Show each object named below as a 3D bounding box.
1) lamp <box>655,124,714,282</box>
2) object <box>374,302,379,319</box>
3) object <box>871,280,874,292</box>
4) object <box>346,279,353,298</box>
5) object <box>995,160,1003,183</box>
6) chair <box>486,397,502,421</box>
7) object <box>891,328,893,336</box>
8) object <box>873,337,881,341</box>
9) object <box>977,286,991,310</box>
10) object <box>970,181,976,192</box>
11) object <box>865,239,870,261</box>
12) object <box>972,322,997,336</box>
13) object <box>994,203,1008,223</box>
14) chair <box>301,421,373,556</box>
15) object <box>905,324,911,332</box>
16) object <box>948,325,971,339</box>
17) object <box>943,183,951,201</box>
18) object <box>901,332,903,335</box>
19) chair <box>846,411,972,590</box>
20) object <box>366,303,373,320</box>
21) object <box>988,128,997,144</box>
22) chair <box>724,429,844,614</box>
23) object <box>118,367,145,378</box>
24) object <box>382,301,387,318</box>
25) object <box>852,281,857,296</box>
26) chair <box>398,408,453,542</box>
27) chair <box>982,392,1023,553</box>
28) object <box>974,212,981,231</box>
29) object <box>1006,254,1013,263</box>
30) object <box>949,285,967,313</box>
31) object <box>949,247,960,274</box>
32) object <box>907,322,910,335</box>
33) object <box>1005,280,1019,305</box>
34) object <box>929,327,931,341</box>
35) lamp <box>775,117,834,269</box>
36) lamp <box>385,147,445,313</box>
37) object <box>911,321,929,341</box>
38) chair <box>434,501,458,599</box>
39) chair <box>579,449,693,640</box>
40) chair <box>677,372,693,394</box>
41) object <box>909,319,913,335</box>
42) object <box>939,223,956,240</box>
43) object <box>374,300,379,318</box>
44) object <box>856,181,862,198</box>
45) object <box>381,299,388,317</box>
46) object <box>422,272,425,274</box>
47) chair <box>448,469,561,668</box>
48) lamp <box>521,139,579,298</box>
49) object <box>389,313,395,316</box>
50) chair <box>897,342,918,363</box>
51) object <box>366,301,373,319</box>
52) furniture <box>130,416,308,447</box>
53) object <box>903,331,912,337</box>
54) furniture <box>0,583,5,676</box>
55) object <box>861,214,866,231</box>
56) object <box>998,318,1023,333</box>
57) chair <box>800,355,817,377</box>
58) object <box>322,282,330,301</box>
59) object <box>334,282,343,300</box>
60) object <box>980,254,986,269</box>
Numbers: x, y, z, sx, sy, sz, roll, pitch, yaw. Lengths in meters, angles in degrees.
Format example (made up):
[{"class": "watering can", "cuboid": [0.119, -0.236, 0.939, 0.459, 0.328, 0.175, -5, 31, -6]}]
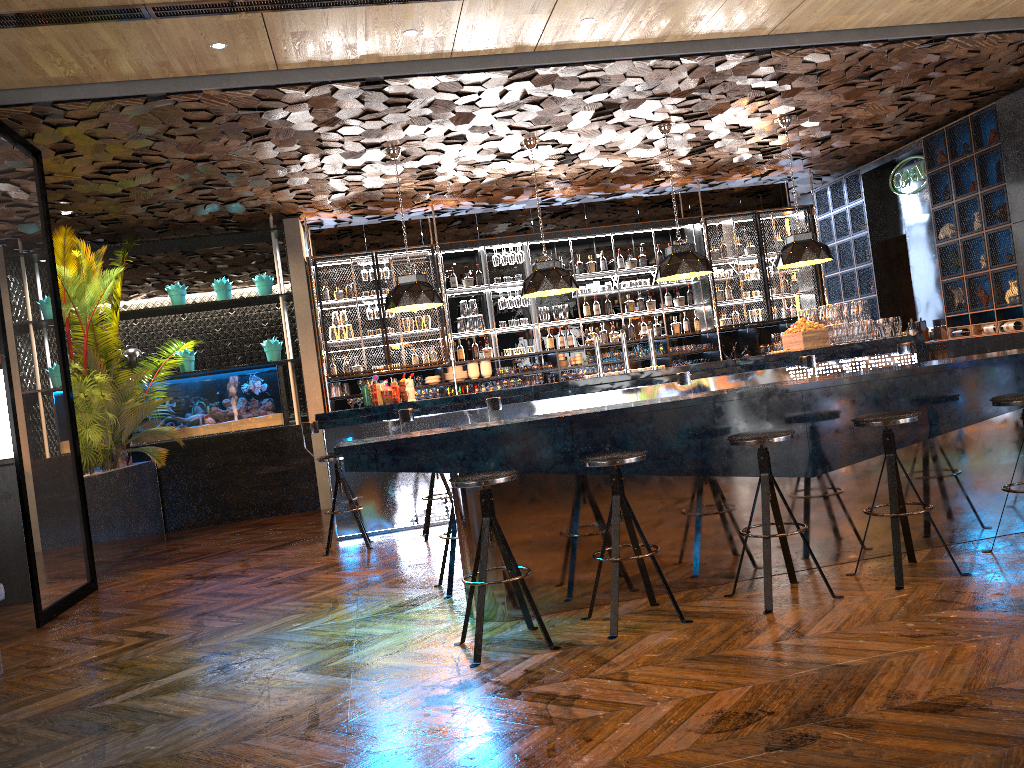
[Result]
[{"class": "lamp", "cuboid": [1.672, -1.882, 9.133, 0.582, 1.564, 0.607, -7, 0, -9]}, {"class": "object", "cuboid": [-1.725, -0.943, 11.329, 0.081, 0.213, 0.081, -7, 0, -3]}, {"class": "object", "cuboid": [5.112, -1.348, 12.266, 0.278, 0.222, 0.138, -8, 0, 21]}, {"class": "object", "cuboid": [-2.064, -1.196, 11.220, 0.075, 0.261, 0.075, -8, 0, 40]}, {"class": "object", "cuboid": [5.347, -2.302, 9.636, 0.114, 0.290, 0.249, -7, 0, -9]}, {"class": "chair", "cuboid": [0.078, 0.645, 7.576, 0.476, 1.108, 0.419, -7, 0, -9]}, {"class": "object", "cuboid": [5.146, -0.662, 11.987, 0.080, 0.279, 0.080, -8, 0, 39]}, {"class": "object", "cuboid": [5.066, -0.581, 12.230, 0.122, 0.132, 0.396, -7, 0, -9]}, {"class": "object", "cuboid": [5.401, -0.985, 10.080, 0.131, 0.280, 0.208, -7, 0, -27]}, {"class": "object", "cuboid": [5.307, -2.234, 10.082, 0.210, 0.168, 0.105, -7, 0, -9]}, {"class": "object", "cuboid": [4.989, -1.841, 12.275, 0.116, 0.358, 0.198, -7, 0, -39]}, {"class": "object", "cuboid": [5.397, -0.629, 10.040, 0.122, 0.132, 0.396, -7, 0, -9]}, {"class": "object", "cuboid": [5.402, -1.848, 9.645, 0.266, 0.239, 0.265, -7, 0, -30]}, {"class": "chair", "cuboid": [-1.483, 0.849, 7.514, 0.476, 1.108, 0.419, -7, 0, -9]}, {"class": "object", "cuboid": [5.396, -0.702, 11.865, 0.165, 0.294, 0.229, -7, 0, -40]}, {"class": "object", "cuboid": [5.333, -0.619, 10.461, 0.122, 0.133, 0.396, -7, 0, -9]}, {"class": "object", "cuboid": [5.198, -2.258, 10.504, 0.126, 0.249, 0.253, -7, 0, -9]}, {"class": "object", "cuboid": [5.220, -0.613, 11.739, 0.228, 0.164, 0.117, -7, 0, -8]}, {"class": "chair", "cuboid": [1.909, 0.546, 4.411, 0.419, 0.813, 0.419, -7, 0, -14]}, {"class": "object", "cuboid": [-1.819, -0.930, 11.314, 0.081, 0.213, 0.081, -7, 0, -3]}, {"class": "object", "cuboid": [5.294, -2.692, 9.642, 0.138, 0.222, 0.278, -7, 0, -8]}, {"class": "chair", "cuboid": [1.259, 0.631, 4.308, 0.419, 0.813, 0.419, -7, 0, -14]}, {"class": "object", "cuboid": [-4.633, -0.112, 10.775, 0.320, 0.135, 0.250, -7, 0, -9]}, {"class": "object", "cuboid": [-1.641, -0.954, 11.343, 0.081, 0.213, 0.081, -7, 0, -3]}, {"class": "object", "cuboid": [5.014, -1.370, 12.674, 0.290, 0.290, 0.097, -8, 0, 29]}, {"class": "chair", "cuboid": [-0.670, 0.743, 7.578, 0.476, 1.108, 0.419, -7, 0, -9]}, {"class": "chair", "cuboid": [2.665, 0.447, 4.518, 0.419, 0.813, 0.419, -7, 0, -14]}, {"class": "object", "cuboid": [5.365, -1.841, 10.045, 0.126, 0.249, 0.253, -7, 0, -39]}, {"class": "object", "cuboid": [5.459, -1.402, 9.661, 0.119, 0.220, 0.212, -7, 0, -25]}, {"class": "object", "cuboid": [5.362, -1.017, 10.507, 0.175, 0.351, 0.369, -7, 0, -4]}, {"class": "object", "cuboid": [5.310, -1.456, 10.504, 0.167, 0.356, 0.255, -7, 0, -4]}, {"class": "object", "cuboid": [5.282, -0.680, 11.767, 0.080, 0.279, 0.080, -8, 0, 39]}, {"class": "object", "cuboid": [5.514, -1.014, 9.629, 0.164, 0.303, 0.341, -7, 0, -4]}, {"class": "object", "cuboid": [5.482, -0.748, 11.613, 0.100, 0.365, 0.100, -8, 0, 34]}, {"class": "lamp", "cuboid": [3.020, -2.057, 9.470, 0.582, 1.564, 0.607, -7, 0, -9]}, {"class": "lamp", "cuboid": [-1.055, -1.499, 8.690, 0.582, 1.606, 0.607, -7, 0, -9]}, {"class": "object", "cuboid": [5.238, -0.672, 11.392, 0.116, 0.264, 0.144, -7, 0, -9]}, {"class": "chair", "cuboid": [-0.297, 0.838, 5.439, 0.419, 0.813, 0.419, -7, 0, -14]}, {"class": "chair", "cuboid": [0.534, 0.726, 4.231, 0.419, 0.813, 0.419, -7, 0, -14]}, {"class": "chair", "cuboid": [1.424, 0.469, 7.893, 0.476, 1.108, 0.419, -7, 0, 6]}, {"class": "object", "cuboid": [5.276, -0.703, 11.670, 0.086, 0.313, 0.086, -8, 0, 34]}, {"class": "object", "cuboid": [5.261, -1.813, 10.493, 0.192, 0.221, 0.403, -7, 0, -40]}, {"class": "object", "cuboid": [-1.703, -0.946, 11.187, 0.081, 0.213, 0.081, -7, 0, -3]}, {"class": "object", "cuboid": [4.845, -2.698, 12.275, 0.116, 0.358, 0.198, -7, 0, -9]}, {"class": "object", "cuboid": [-1.618, -0.957, 11.201, 0.081, 0.213, 0.081, -7, 0, -3]}, {"class": "object", "cuboid": [-1.121, -1.305, 11.367, 0.073, 0.246, 0.072, -7, 0, 6]}, {"class": "chair", "cuboid": [-0.081, 0.807, 4.089, 0.419, 0.813, 0.419, -7, 0, -14]}, {"class": "lamp", "cuboid": [0.287, -1.701, 9.032, 0.582, 1.564, 0.607, -7, 0, -9]}, {"class": "object", "cuboid": [-1.530, -0.969, 11.215, 0.081, 0.213, 0.081, -7, 0, -3]}, {"class": "chair", "cuboid": [3.626, 0.181, 8.360, 0.476, 1.108, 0.419, -7, 0, 1]}, {"class": "object", "cuboid": [-1.797, -0.934, 11.172, 0.081, 0.213, 0.081, -7, 0, -3]}, {"class": "furniture", "cuboid": [-7.818, 1.680, 14.066, 9.798, 1.137, 3.595, -7, 0, -9]}, {"class": "object", "cuboid": [5.159, -0.605, 11.599, 0.106, 0.164, 0.106, -7, 0, -19]}, {"class": "furniture", "cuboid": [-3.101, 1.033, 1.170, 1.802, 1.137, 7.087, -7, 0, -9]}, {"class": "object", "cuboid": [4.907, -2.233, 12.244, 0.097, 0.290, 0.290, -7, 0, -11]}, {"class": "object", "cuboid": [5.463, -0.640, 9.613, 0.123, 0.132, 0.396, -7, 0, -8]}, {"class": "chair", "cuboid": [2.609, 0.314, 8.131, 0.476, 1.108, 0.419, -7, 0, 6]}, {"class": "object", "cuboid": [-2.353, -1.157, 11.199, 0.075, 0.260, 0.075, -8, 0, 40]}, {"class": "object", "cuboid": [-2.193, -1.169, 11.184, 0.108, 0.244, 0.108, -7, 0, -20]}, {"class": "object", "cuboid": [5.409, -1.386, 10.088, 0.096, 0.210, 0.183, -7, 0, -6]}]
